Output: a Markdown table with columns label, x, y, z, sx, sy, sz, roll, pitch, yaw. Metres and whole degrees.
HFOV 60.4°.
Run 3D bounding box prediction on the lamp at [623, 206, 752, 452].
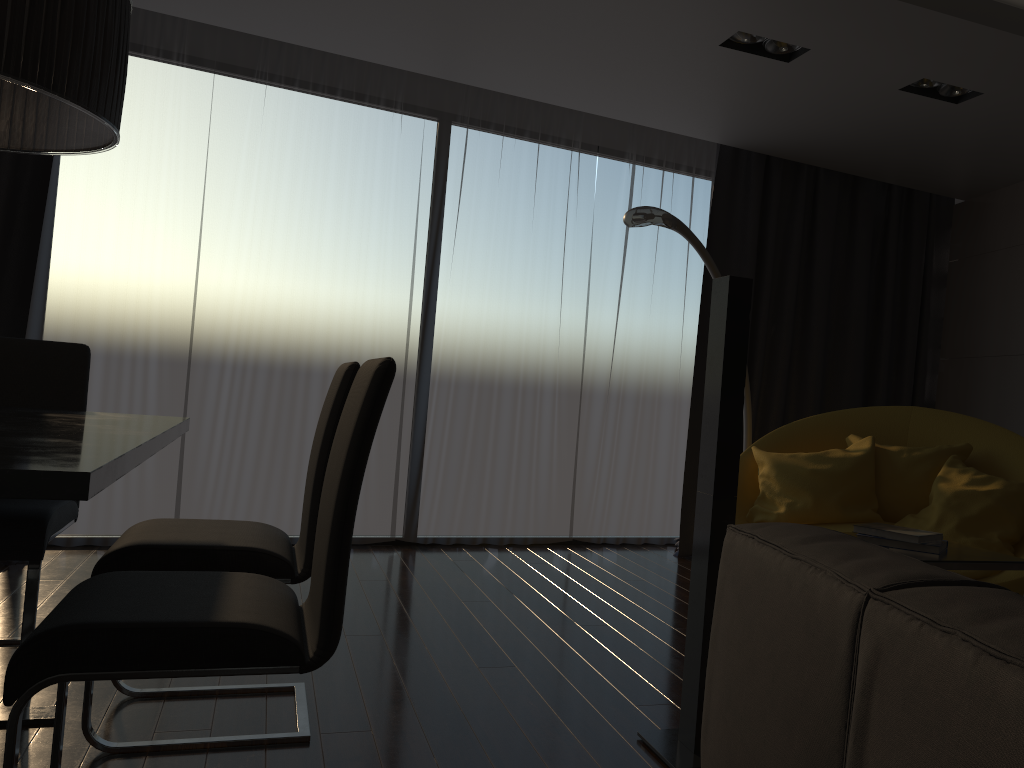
| label | x | y | z | sx | sy | sz | roll | pitch | yaw |
| --- | --- | --- | --- | --- | --- | --- | --- | --- | --- |
| lamp | 2.015 | 0.235 | 5.279 | 4.467 | 1.780 | 0.551 | 5 | -1 | -39 |

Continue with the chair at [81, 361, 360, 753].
| label | x | y | z | sx | sy | sz | roll | pitch | yaw |
| --- | --- | --- | --- | --- | --- | --- | --- | --- | --- |
| chair | -0.748 | 0.398 | 2.334 | 0.592 | 0.965 | 0.413 | 5 | -1 | -19 |

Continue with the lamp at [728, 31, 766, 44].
| label | x | y | z | sx | sy | sz | roll | pitch | yaw |
| --- | --- | --- | --- | --- | --- | --- | --- | --- | --- |
| lamp | 1.017 | -1.518 | 3.804 | 0.184 | 0.077 | 0.170 | 5 | -1 | -23 |

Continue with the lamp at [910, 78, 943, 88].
| label | x | y | z | sx | sy | sz | roll | pitch | yaw |
| --- | --- | --- | --- | --- | --- | --- | --- | --- | --- |
| lamp | 1.953 | -1.441 | 4.149 | 0.177 | 0.077 | 0.177 | 5 | -1 | 1 |

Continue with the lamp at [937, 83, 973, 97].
| label | x | y | z | sx | sy | sz | roll | pitch | yaw |
| --- | --- | --- | --- | --- | --- | --- | --- | --- | --- |
| lamp | 2.128 | -1.427 | 4.213 | 0.179 | 0.077 | 0.174 | 5 | -1 | -6 |

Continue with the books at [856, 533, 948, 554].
| label | x | y | z | sx | sy | sz | roll | pitch | yaw |
| --- | --- | --- | --- | --- | --- | --- | --- | --- | --- |
| books | 1.133 | 0.457 | 2.555 | 0.221 | 0.023 | 0.170 | 4 | -1 | 31 |

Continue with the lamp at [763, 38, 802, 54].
| label | x | y | z | sx | sy | sz | roll | pitch | yaw |
| --- | --- | --- | --- | --- | --- | --- | --- | --- | --- |
| lamp | 1.192 | -1.504 | 3.869 | 0.179 | 0.077 | 0.174 | 5 | -1 | -6 |

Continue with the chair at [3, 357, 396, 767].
| label | x | y | z | sx | sy | sz | roll | pitch | yaw |
| --- | --- | --- | --- | --- | --- | --- | --- | --- | --- |
| chair | -0.569 | 0.406 | 1.680 | 0.592 | 0.965 | 0.413 | 5 | -1 | -19 |

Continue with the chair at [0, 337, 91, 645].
| label | x | y | z | sx | sy | sz | roll | pitch | yaw |
| --- | --- | --- | --- | --- | --- | --- | --- | --- | --- |
| chair | -1.538 | 0.338 | 2.574 | 0.442 | 0.965 | 0.553 | 5 | -1 | -17 |

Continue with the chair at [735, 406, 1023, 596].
| label | x | y | z | sx | sy | sz | roll | pitch | yaw |
| --- | --- | --- | --- | --- | --- | --- | --- | --- | --- |
| chair | 1.651 | 0.582 | 3.895 | 1.439 | 1.006 | 1.195 | 4 | -1 | 38 |

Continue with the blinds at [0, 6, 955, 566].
| label | x | y | z | sx | sy | sz | roll | pitch | yaw |
| --- | --- | --- | --- | --- | --- | --- | --- | --- | --- |
| blinds | -0.479 | -0.516 | 4.804 | 7.829 | 2.895 | 0.715 | 5 | -1 | -27 |

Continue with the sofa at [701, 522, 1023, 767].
| label | x | y | z | sx | sy | sz | roll | pitch | yaw |
| --- | --- | --- | --- | --- | --- | --- | --- | --- | --- |
| sofa | 1.882 | 0.723 | 1.092 | 2.784 | 0.704 | 2.441 | 5 | -1 | -8 |

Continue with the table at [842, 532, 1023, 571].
| label | x | y | z | sx | sy | sz | roll | pitch | yaw |
| --- | --- | --- | --- | --- | --- | --- | --- | --- | --- |
| table | 1.079 | 0.746 | 2.535 | 0.622 | 0.563 | 0.435 | 5 | -1 | -19 |

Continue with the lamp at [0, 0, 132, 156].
| label | x | y | z | sx | sy | sz | roll | pitch | yaw |
| --- | --- | --- | --- | --- | --- | --- | --- | --- | --- |
| lamp | -1.205 | -1.127 | 1.796 | 0.798 | 1.103 | 0.809 | 4 | -1 | 6 |

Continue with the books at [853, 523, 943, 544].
| label | x | y | z | sx | sy | sz | roll | pitch | yaw |
| --- | --- | --- | --- | --- | --- | --- | --- | --- | --- |
| books | 1.123 | 0.433 | 2.563 | 0.163 | 0.022 | 0.194 | 5 | -1 | -42 |

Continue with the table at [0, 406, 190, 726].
| label | x | y | z | sx | sy | sz | roll | pitch | yaw |
| --- | --- | --- | --- | --- | --- | --- | --- | --- | --- |
| table | -1.323 | 0.450 | 1.769 | 1.076 | 0.760 | 1.548 | 5 | -1 | -17 |
